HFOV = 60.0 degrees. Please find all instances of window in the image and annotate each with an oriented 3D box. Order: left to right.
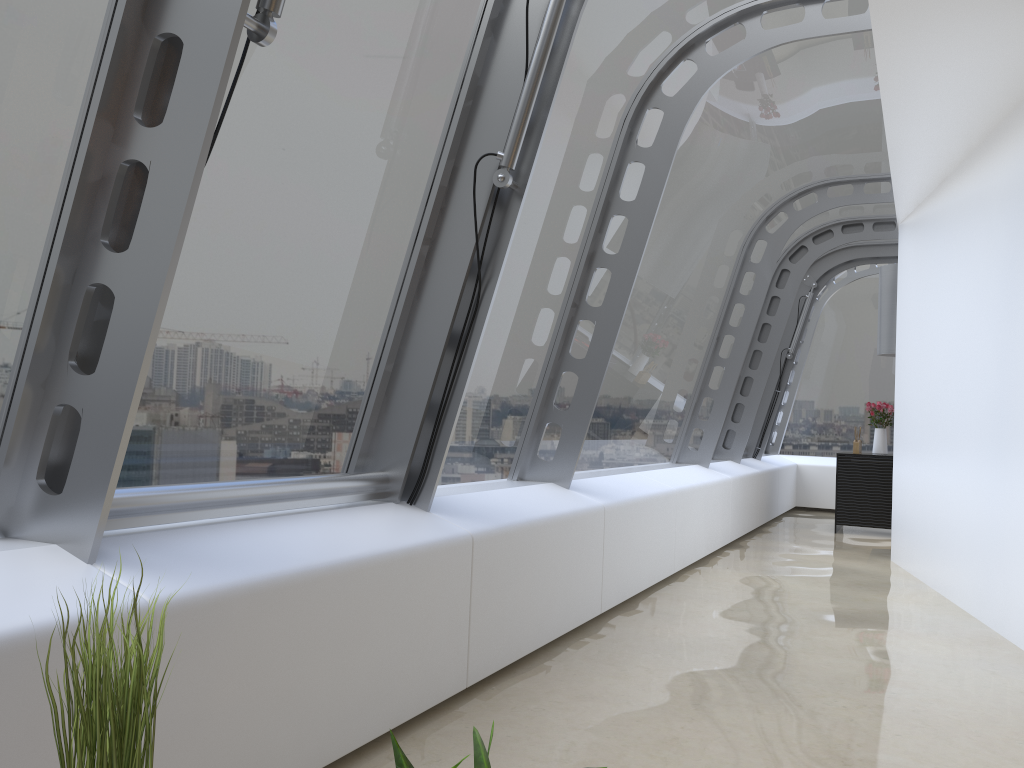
[{"bbox_3d":[7.481,0.069,3.183,16.693,3.674,16.171,2,-2,18],"label":"window"}]

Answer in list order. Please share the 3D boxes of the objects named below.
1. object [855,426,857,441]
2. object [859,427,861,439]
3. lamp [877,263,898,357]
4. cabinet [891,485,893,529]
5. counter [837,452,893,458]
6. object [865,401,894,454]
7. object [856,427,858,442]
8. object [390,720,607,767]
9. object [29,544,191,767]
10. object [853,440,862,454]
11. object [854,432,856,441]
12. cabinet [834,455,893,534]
[{"bbox_3d":[3.836,0.620,9.866,0.040,0.299,0.061,1,-3,23],"label":"object"},{"bbox_3d":[3.893,0.626,9.947,0.039,0.298,0.068,1,-3,26],"label":"object"},{"bbox_3d":[4.513,-0.784,9.479,1.112,0.966,0.606,1,-3,25],"label":"lamp"},{"bbox_3d":[5.818,0.138,6.954,5.157,2.901,0.831,1,-3,25],"label":"cabinet"},{"bbox_3d":[5.407,0.815,9.150,3.800,0.018,1.006,1,-3,25],"label":"counter"},{"bbox_3d":[4.181,0.494,10.066,0.327,0.596,0.350,1,-3,32],"label":"object"},{"bbox_3d":[3.893,0.628,9.988,0.030,0.294,0.057,1,-3,26],"label":"object"},{"bbox_3d":[-0.039,0.494,0.763,0.284,0.369,0.215,5,-3,-45],"label":"object"},{"bbox_3d":[-0.404,0.410,0.876,0.150,0.511,0.153,3,-2,-20],"label":"object"},{"bbox_3d":[3.841,0.699,9.858,0.084,0.157,0.353,1,-3,26],"label":"object"},{"bbox_3d":[3.770,0.628,9.724,0.016,0.259,0.199,1,-3,36],"label":"object"},{"bbox_3d":[5.389,1.242,9.133,3.800,0.838,1.007,1,-3,25],"label":"cabinet"}]
